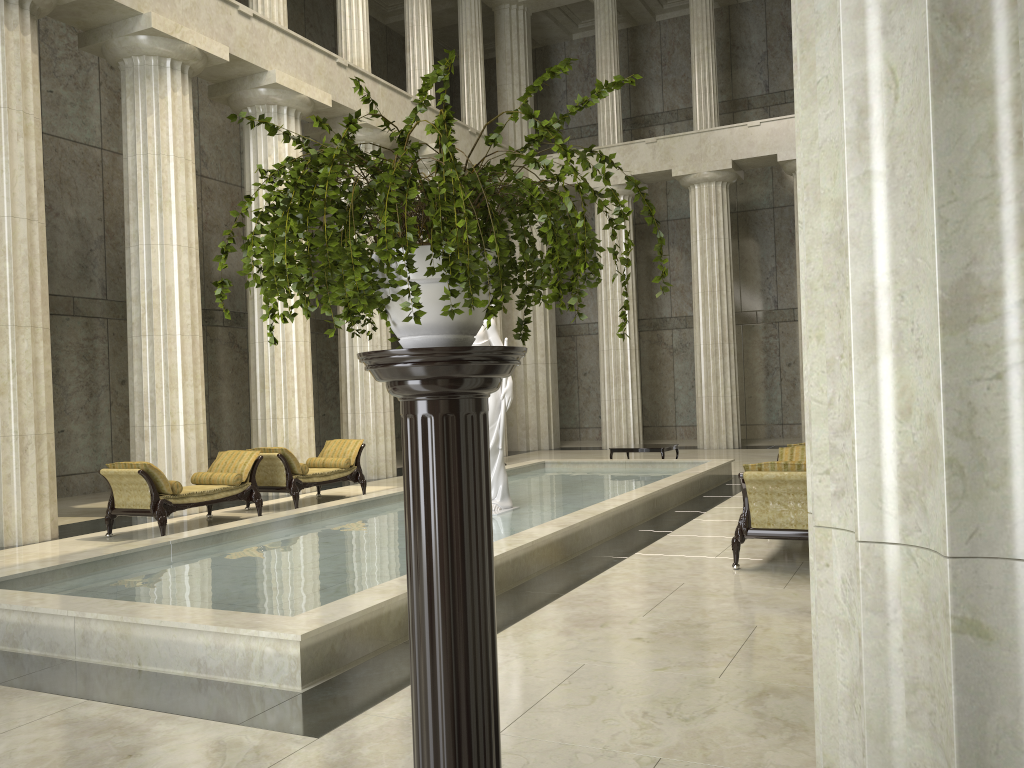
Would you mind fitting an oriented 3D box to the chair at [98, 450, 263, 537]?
[{"bbox_3d":[-4.269,1.413,11.659,0.993,0.950,2.172,-2,-1,26],"label":"chair"}]

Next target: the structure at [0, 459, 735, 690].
[{"bbox_3d":[-0.338,1.662,10.900,3.754,0.508,11.573,-2,-1,26],"label":"structure"}]

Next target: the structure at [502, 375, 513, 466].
[{"bbox_3d":[-0.481,0.631,19.807,1.159,2.386,1.053,-2,-1,20],"label":"structure"}]

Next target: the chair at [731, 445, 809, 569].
[{"bbox_3d":[2.718,1.114,8.302,0.993,0.950,2.172,-2,-1,26],"label":"chair"}]

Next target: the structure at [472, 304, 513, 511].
[{"bbox_3d":[-0.427,0.212,10.902,0.940,3.044,0.729,-2,-1,20],"label":"structure"}]

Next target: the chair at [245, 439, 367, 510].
[{"bbox_3d":[-3.201,1.394,13.884,0.993,0.950,2.172,-2,-1,26],"label":"chair"}]

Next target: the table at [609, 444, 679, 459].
[{"bbox_3d":[2.547,1.435,16.982,1.134,0.494,1.123,-2,-1,24],"label":"table"}]

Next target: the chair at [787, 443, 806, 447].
[{"bbox_3d":[3.786,1.095,10.527,0.993,0.950,2.172,-2,-1,26],"label":"chair"}]

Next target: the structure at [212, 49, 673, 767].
[{"bbox_3d":[-0.174,0.445,2.310,1.053,2.386,1.159,-2,-1,-35],"label":"structure"}]
